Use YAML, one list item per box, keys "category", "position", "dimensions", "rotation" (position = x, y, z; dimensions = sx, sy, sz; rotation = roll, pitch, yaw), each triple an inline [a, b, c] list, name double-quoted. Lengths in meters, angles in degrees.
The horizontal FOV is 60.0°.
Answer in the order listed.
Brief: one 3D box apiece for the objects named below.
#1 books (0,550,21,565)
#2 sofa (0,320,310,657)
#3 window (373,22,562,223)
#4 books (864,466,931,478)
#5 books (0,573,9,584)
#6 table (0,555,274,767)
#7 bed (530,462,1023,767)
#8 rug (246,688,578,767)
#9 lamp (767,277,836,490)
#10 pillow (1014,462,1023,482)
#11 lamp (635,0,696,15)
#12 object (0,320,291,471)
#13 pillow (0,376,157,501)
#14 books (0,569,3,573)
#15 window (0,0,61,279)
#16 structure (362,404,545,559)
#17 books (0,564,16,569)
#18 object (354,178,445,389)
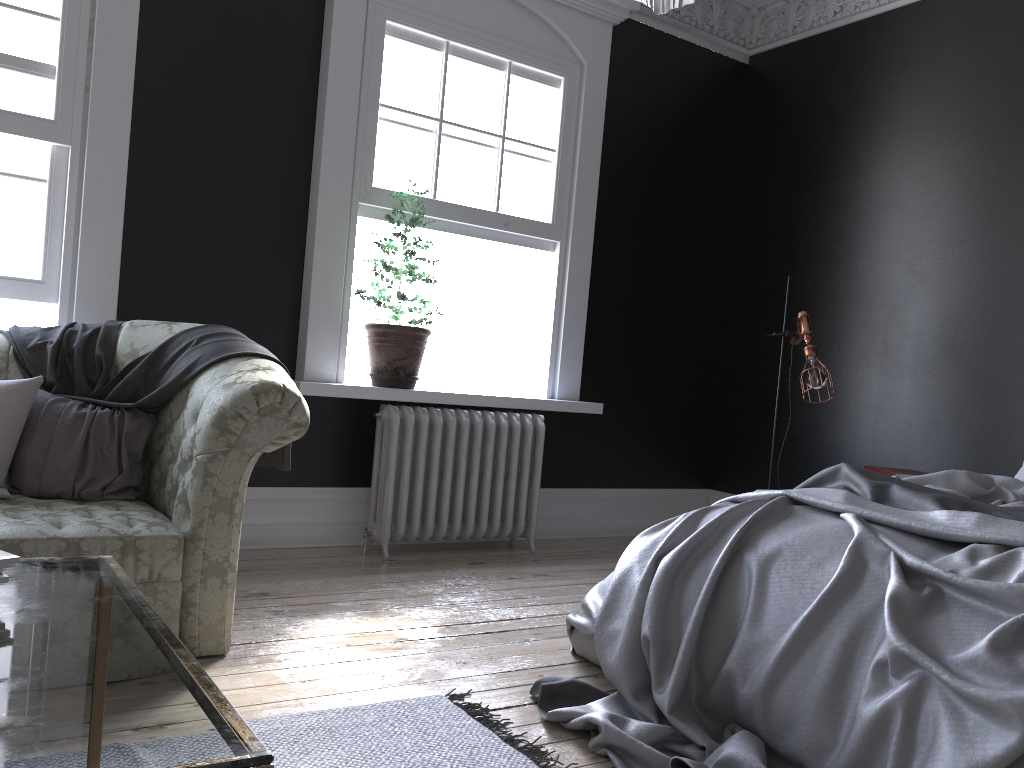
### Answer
- category: "books"
  position: [-1.046, 0.289, 1.475]
  dimensions: [0.252, 0.011, 0.318]
  rotation: [5, 1, 33]
- category: "sofa"
  position: [-2.282, 0.252, 2.983]
  dimensions: [2.815, 1.161, 1.604]
  rotation: [5, 1, -33]
- category: "window"
  position: [-0.248, -1.460, 5.214]
  dimensions: [1.264, 1.017, 0.056]
  rotation: [4, 2, -33]
- category: "books"
  position: [2.069, 0.482, 4.680]
  dimensions: [0.275, 0.045, 0.346]
  rotation: [5, 0, -4]
- category: "books"
  position: [-1.063, 0.320, 1.479]
  dimensions: [0.252, 0.011, 0.318]
  rotation: [5, 1, 38]
- category: "table"
  position: [-1.203, 0.632, 1.099]
  dimensions: [1.450, 0.558, 1.091]
  rotation: [5, 1, -33]
- category: "bed"
  position: [1.867, 0.519, 3.102]
  dimensions: [3.285, 1.299, 2.762]
  rotation: [4, 1, -45]
- category: "rug"
  position: [-1.104, 0.909, 1.007]
  dimensions: [3.647, 0.050, 2.103]
  rotation: [5, 1, -33]
- category: "lamp"
  position: [1.628, 0.234, 5.653]
  dimensions: [0.437, 1.780, 1.717]
  rotation: [5, 1, 5]
- category: "pillow"
  position: [2.840, 0.414, 3.662]
  dimensions: [0.680, 0.760, 1.828]
  rotation: [4, 1, -34]
- category: "lamp"
  position: [0.407, -1.829, 1.849]
  dimensions: [0.783, 2.050, 0.782]
  rotation: [5, 1, 10]
- category: "object"
  position: [-1.512, 0.026, 3.591]
  dimensions: [1.366, 0.585, 0.517]
  rotation: [5, 1, 16]
- category: "pillow"
  position: [-1.815, 0.182, 3.226]
  dimensions: [0.964, 0.462, 0.404]
  rotation: [5, 1, -26]
- category: "books"
  position: [-1.074, 0.308, 1.468]
  dimensions: [0.252, 0.011, 0.318]
  rotation: [5, 1, 28]
- category: "window"
  position: [-2.584, -1.323, 3.692]
  dimensions: [1.264, 1.672, 0.056]
  rotation: [4, 2, -33]
- category: "structure"
  position: [-0.302, 0.565, 5.098]
  dimensions: [1.142, 0.849, 0.276]
  rotation: [4, 2, -33]
- category: "books"
  position: [-1.054, 0.299, 1.472]
  dimensions: [0.252, 0.011, 0.318]
  rotation: [5, 1, 28]
- category: "object"
  position: [-0.606, -0.543, 4.880]
  dimensions: [0.474, 1.134, 0.505]
  rotation: [5, 1, 6]
